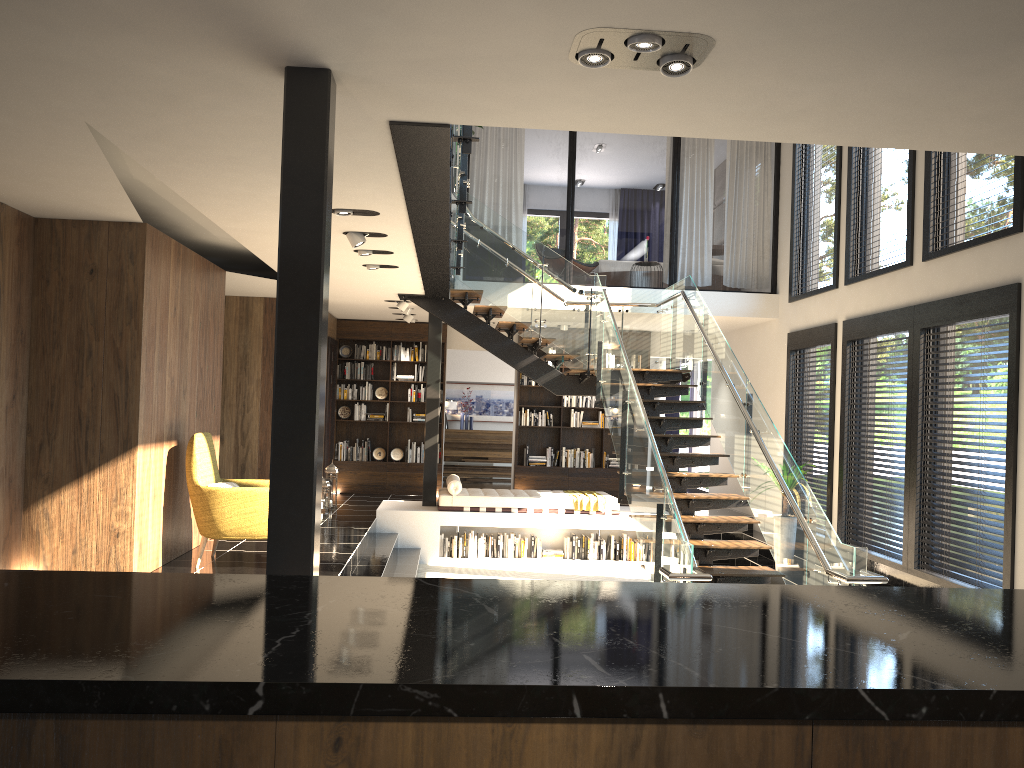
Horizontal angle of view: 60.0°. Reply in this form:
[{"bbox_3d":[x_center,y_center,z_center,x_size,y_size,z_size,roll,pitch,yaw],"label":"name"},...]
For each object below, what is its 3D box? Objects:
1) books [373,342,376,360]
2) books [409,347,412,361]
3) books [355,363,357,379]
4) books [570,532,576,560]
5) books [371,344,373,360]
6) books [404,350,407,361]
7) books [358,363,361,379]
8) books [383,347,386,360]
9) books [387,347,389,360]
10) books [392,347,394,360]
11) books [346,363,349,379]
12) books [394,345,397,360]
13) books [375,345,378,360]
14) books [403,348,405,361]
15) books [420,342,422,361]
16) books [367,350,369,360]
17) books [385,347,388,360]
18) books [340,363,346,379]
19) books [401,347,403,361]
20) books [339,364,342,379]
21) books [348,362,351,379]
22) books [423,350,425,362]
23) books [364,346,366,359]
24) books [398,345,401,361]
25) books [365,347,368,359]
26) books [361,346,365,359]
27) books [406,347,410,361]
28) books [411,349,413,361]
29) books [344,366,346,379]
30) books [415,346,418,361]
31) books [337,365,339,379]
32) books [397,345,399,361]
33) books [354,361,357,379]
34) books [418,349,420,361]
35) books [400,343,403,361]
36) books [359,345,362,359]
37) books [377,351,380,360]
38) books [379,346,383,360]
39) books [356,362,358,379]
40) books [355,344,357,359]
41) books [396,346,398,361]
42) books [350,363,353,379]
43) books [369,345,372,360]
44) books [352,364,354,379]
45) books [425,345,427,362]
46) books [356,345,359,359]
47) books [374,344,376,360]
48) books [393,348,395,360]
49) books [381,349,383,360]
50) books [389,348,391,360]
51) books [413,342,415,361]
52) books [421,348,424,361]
[{"bbox_3d":[-2.145,-0.513,13.809,0.012,0.278,0.228,2,-1,-4],"label":"books"},{"bbox_3d":[-1.591,-0.464,13.909,0.042,0.223,0.163,2,-1,-4],"label":"books"},{"bbox_3d":[-2.423,-0.197,13.808,0.018,0.256,0.172,2,-1,-4],"label":"books"},{"bbox_3d":[0.767,2.047,11.201,0.043,0.316,0.209,2,-1,-4],"label":"books"},{"bbox_3d":[-2.164,-0.494,13.808,0.025,0.239,0.220,2,-1,-4],"label":"books"},{"bbox_3d":[-1.663,-0.441,13.893,0.034,0.171,0.158,2,-1,-4],"label":"books"},{"bbox_3d":[-2.380,-0.194,13.819,0.032,0.255,0.160,2,-1,-4],"label":"books"},{"bbox_3d":[-1.990,-0.473,13.853,0.027,0.212,0.180,2,-1,-4],"label":"books"},{"bbox_3d":[-1.924,-0.467,13.836,0.023,0.202,0.201,2,-1,-4],"label":"books"},{"bbox_3d":[-1.864,-0.468,13.898,0.023,0.213,0.194,2,-1,-4],"label":"books"},{"bbox_3d":[-2.552,-0.201,13.790,0.035,0.255,0.183,2,-1,-4],"label":"books"},{"bbox_3d":[-1.812,-0.479,13.868,0.033,0.237,0.231,2,-1,-4],"label":"books"},{"bbox_3d":[-2.112,-0.489,13.846,0.020,0.235,0.206,2,-1,-4],"label":"books"},{"bbox_3d":[-1.692,-0.460,13.894,0.027,0.207,0.203,2,-1,-4],"label":"books"},{"bbox_3d":[-1.427,-0.499,13.871,0.017,0.302,0.266,2,-1,-4],"label":"books"},{"bbox_3d":[-2.237,-0.454,13.833,0.035,0.156,0.186,2,-1,-4],"label":"books"},{"bbox_3d":[-1.956,-0.472,13.848,0.039,0.212,0.172,2,-1,-4],"label":"books"},{"bbox_3d":[-2.629,-0.203,13.811,0.066,0.255,0.127,2,-1,-4],"label":"books"},{"bbox_3d":[-1.714,-0.465,13.876,0.019,0.216,0.214,2,-1,-4],"label":"books"},{"bbox_3d":[-2.672,-0.193,13.788,0.023,0.231,0.143,2,-1,-4],"label":"books"},{"bbox_3d":[-2.523,-0.206,13.789,0.022,0.267,0.198,2,-1,-4],"label":"books"},{"bbox_3d":[-1.373,-0.438,13.909,0.027,0.186,0.220,2,-1,-4],"label":"books"},{"bbox_3d":[-2.286,-0.483,13.840,0.014,0.212,0.184,2,-1,-4],"label":"books"},{"bbox_3d":[-1.751,-0.479,13.867,0.035,0.241,0.208,2,-1,-4],"label":"books"},{"bbox_3d":[-2.268,-0.478,13.859,0.025,0.203,0.156,2,-1,-4],"label":"books"},{"bbox_3d":[-2.322,-0.487,13.832,0.059,0.216,0.159,2,-1,-4],"label":"books"},{"bbox_3d":[-1.628,-0.460,13.890,0.034,0.211,0.206,2,-1,-4],"label":"books"},{"bbox_3d":[-1.556,-0.446,13.909,0.029,0.190,0.177,2,-1,-4],"label":"books"},{"bbox_3d":[-2.582,-0.177,13.789,0.025,0.204,0.192,2,-1,-4],"label":"books"},{"bbox_3d":[-1.493,-0.472,13.913,0.064,0.247,0.209,2,-1,-4],"label":"books"},{"bbox_3d":[-2.696,-0.185,13.805,0.023,0.215,0.148,2,-1,-4],"label":"books"},{"bbox_3d":[-1.774,-0.480,13.845,0.013,0.239,0.255,2,-1,-4],"label":"books"},{"bbox_3d":[-2.440,-0.213,13.810,0.015,0.287,0.154,2,-1,-4],"label":"books"},{"bbox_3d":[-1.451,-0.446,13.905,0.021,0.197,0.200,2,-1,-4],"label":"books"},{"bbox_3d":[-1.724,-0.497,13.824,0.011,0.276,0.287,2,-1,-4],"label":"books"},{"bbox_3d":[-2.364,-0.492,13.822,0.026,0.222,0.202,2,-1,-4],"label":"books"},{"bbox_3d":[-2.085,-0.444,13.869,0.040,0.149,0.126,2,-1,-4],"label":"books"},{"bbox_3d":[-2.048,-0.478,13.862,0.030,0.217,0.165,2,-1,-4],"label":"books"},{"bbox_3d":[-2.403,-0.201,13.791,0.019,0.264,0.175,2,-1,-4],"label":"books"},{"bbox_3d":[-2.429,-0.499,13.828,0.017,0.234,0.200,2,-1,-4],"label":"books"},{"bbox_3d":[-1.788,-0.476,13.849,0.014,0.231,0.280,2,-1,-4],"label":"books"},{"bbox_3d":[-2.500,-0.202,13.795,0.027,0.260,0.181,2,-1,-4],"label":"books"},{"bbox_3d":[-2.197,-0.490,13.818,0.039,0.230,0.205,2,-1,-4],"label":"books"},{"bbox_3d":[-2.466,-0.192,13.778,0.039,0.243,0.179,2,-1,-4],"label":"books"},{"bbox_3d":[-1.351,-0.476,13.889,0.013,0.262,0.217,2,-1,-4],"label":"books"},{"bbox_3d":[-2.407,-0.491,13.793,0.024,0.216,0.210,2,-1,-4],"label":"books"},{"bbox_3d":[-2.131,-0.495,13.834,0.020,0.245,0.228,2,-1,-4],"label":"books"},{"bbox_3d":[-1.839,-0.464,13.853,0.021,0.204,0.224,2,-1,-4],"label":"books"},{"bbox_3d":[-2.017,-0.455,13.831,0.029,0.172,0.187,2,-1,-4],"label":"books"},{"bbox_3d":[-1.903,-0.461,13.870,0.024,0.194,0.182,2,-1,-4],"label":"books"},{"bbox_3d":[-1.529,-0.503,13.869,0.015,0.303,0.252,2,-1,-4],"label":"books"},{"bbox_3d":[-1.406,-0.454,13.933,0.037,0.218,0.144,2,-1,-4],"label":"books"}]
